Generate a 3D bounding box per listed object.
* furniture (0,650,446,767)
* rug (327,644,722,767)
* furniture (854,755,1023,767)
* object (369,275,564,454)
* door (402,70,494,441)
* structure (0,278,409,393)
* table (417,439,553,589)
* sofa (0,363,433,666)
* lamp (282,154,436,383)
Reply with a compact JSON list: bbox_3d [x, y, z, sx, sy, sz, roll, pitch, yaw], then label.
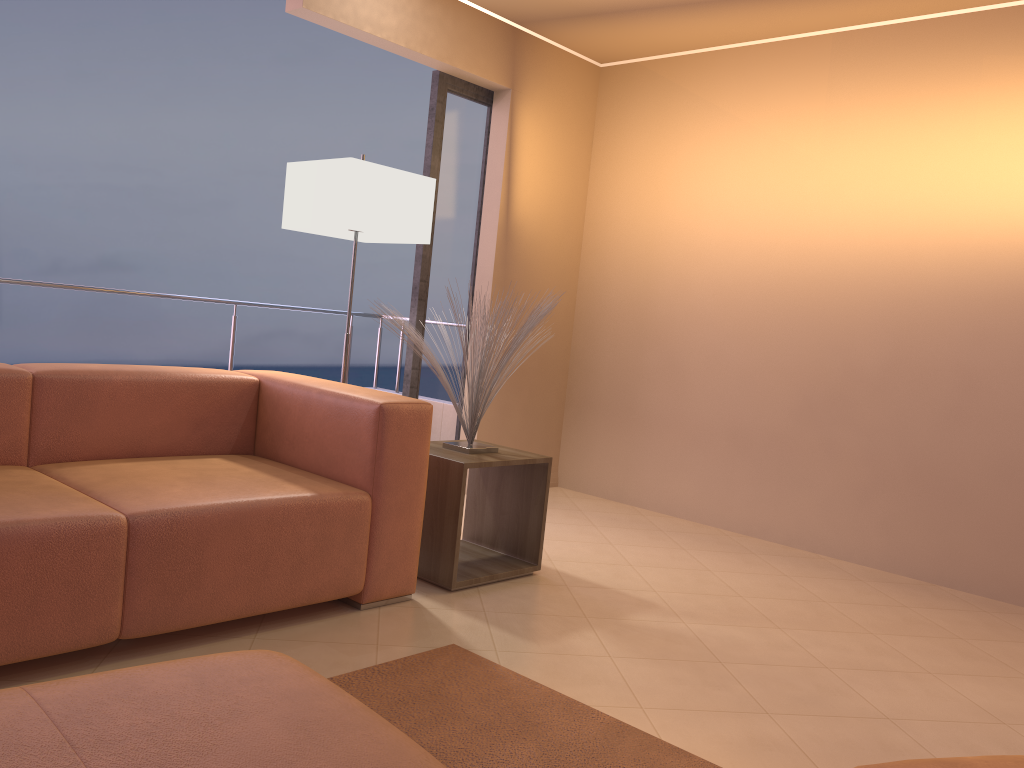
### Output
[{"bbox_3d":[-0.716,0.604,0.968,1.291,0.301,0.685,2,5,-43],"label":"furniture"},{"bbox_3d":[-0.382,0.838,0.972,1.833,0.005,2.626,9,5,42],"label":"rug"},{"bbox_3d":[0.973,0.857,1.553,0.699,0.226,0.659,5,4,-18],"label":"furniture"},{"bbox_3d":[-0.185,-0.078,3.345,0.703,0.634,0.700,6,4,-1],"label":"object"},{"bbox_3d":[-0.329,-0.496,4.694,0.056,2.160,0.480,9,5,42],"label":"door"},{"bbox_3d":[-1.758,-0.177,4.460,1.663,0.541,4.176,9,5,42],"label":"structure"},{"bbox_3d":[-0.178,0.463,3.323,0.415,0.436,0.469,9,5,42],"label":"table"},{"bbox_3d":[-1.528,0.300,2.201,0.943,0.672,2.781,9,5,42],"label":"sofa"},{"bbox_3d":[-0.711,-0.191,3.820,0.454,1.578,0.454,9,5,42],"label":"lamp"}]
